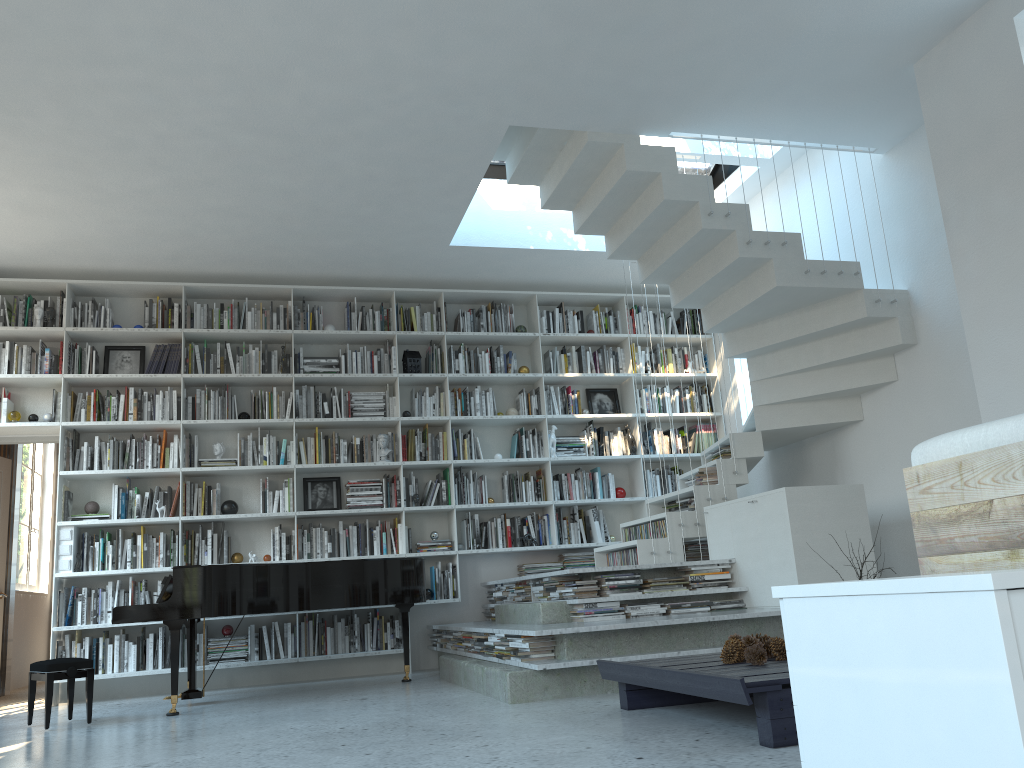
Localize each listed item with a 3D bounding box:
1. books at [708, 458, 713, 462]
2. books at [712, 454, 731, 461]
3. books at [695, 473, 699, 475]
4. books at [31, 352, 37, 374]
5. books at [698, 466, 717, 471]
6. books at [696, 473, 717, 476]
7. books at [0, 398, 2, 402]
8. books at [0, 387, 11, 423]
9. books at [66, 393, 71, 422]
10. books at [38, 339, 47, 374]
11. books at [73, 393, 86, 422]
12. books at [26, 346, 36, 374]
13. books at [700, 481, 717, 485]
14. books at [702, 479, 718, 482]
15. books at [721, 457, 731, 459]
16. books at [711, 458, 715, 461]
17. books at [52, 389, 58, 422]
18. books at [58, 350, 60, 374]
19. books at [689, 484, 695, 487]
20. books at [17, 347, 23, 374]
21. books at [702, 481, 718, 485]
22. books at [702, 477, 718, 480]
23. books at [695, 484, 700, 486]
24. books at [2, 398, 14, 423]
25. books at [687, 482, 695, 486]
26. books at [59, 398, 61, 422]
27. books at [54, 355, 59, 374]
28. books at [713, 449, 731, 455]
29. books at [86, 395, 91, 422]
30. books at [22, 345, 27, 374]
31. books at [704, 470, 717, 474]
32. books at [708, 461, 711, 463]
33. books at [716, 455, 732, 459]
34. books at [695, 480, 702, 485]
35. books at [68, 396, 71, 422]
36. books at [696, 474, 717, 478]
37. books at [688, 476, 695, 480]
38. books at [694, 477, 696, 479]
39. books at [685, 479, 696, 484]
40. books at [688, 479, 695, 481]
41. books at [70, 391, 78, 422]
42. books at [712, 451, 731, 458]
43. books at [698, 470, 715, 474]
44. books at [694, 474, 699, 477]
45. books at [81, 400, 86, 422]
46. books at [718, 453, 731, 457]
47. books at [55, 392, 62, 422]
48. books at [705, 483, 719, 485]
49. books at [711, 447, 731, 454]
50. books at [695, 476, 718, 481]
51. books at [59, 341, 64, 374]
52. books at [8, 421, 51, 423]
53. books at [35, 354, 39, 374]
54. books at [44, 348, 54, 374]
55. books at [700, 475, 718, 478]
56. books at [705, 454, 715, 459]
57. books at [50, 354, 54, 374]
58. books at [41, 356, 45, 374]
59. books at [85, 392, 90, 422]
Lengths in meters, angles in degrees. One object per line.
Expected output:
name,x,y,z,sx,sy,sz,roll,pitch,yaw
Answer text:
books,1.655,0.588,6.993,0.168,0.005,0.292,-5,-14,2
books,1.640,0.552,6.695,0.187,0.009,0.261,-3,-14,-6
books,1.483,0.666,6.671,0.155,0.009,0.155,0,-14,-16
books,-3.656,-0.122,6.805,0.028,0.211,0.139,0,-14,-16
books,1.479,0.617,6.414,0.234,0.025,0.158,-9,-15,21
books,1.479,0.651,6.396,0.295,0.007,0.146,-9,-14,18
books,-3.848,0.214,6.633,0.021,0.236,0.189,0,-14,-16
books,-3.811,0.189,6.671,0.013,0.298,0.179,0,-14,-16
books,-3.392,0.212,6.797,0.012,0.253,0.161,0,-14,-16
books,-3.608,-0.171,6.813,0.012,0.302,0.189,0,-14,-16
books,-3.323,0.210,6.816,0.062,0.257,0.153,0,-14,-16
books,-3.681,-0.146,6.784,0.030,0.250,0.166,0,-14,-16
books,1.491,0.712,6.409,0.254,0.007,0.189,-7,-14,11
books,1.486,0.700,6.398,0.222,0.011,0.180,-8,-14,15
books,1.635,0.576,6.689,0.182,0.013,0.288,-4,-14,-2
books,1.657,0.595,6.991,0.162,0.008,0.290,-5,-14,3
books,-3.482,0.195,6.763,0.012,0.284,0.160,0,-14,-16
books,-3.488,-0.133,6.861,0.014,0.235,0.144,0,-14,-16
books,1.502,0.787,6.929,0.143,0.019,0.231,0,-14,-17
books,-3.741,-0.141,6.769,0.021,0.243,0.174,0,-14,-16
books,1.488,0.719,6.397,0.215,0.013,0.189,-8,-14,16
books,1.481,0.685,6.388,0.214,0.014,0.138,-7,-14,11
books,1.492,0.743,6.637,0.188,0.005,0.182,0,-14,-16
books,-3.784,0.228,6.655,0.029,0.210,0.187,0,-14,-16
books,1.495,0.770,6.931,0.149,0.016,0.240,0,-14,-18
books,-3.404,0.216,6.747,0.021,0.224,0.232,0,-14,-16
books,-3.502,-0.113,6.837,0.026,0.187,0.154,0,-14,-16
books,1.642,0.512,6.705,0.174,0.009,0.240,-2,-14,-7
books,-3.240,0.220,6.823,0.030,0.229,0.172,0,-14,-16
books,-3.708,-0.150,6.778,0.025,0.260,0.167,0,-14,-16
books,1.483,0.643,6.415,0.184,0.016,0.179,-7,-14,12
books,1.654,0.604,6.989,0.171,0.011,0.232,-3,-14,-5
books,1.633,0.563,6.692,0.191,0.014,0.244,-3,-14,-3
books,1.491,0.722,6.638,0.178,0.035,0.222,-1,-14,-11
books,-3.373,0.220,6.791,0.022,0.232,0.151,0,-14,-16
books,1.479,0.658,6.395,0.295,0.007,0.146,-8,-14,14
books,1.490,0.731,6.939,0.157,0.014,0.181,0,-14,-18
books,1.486,0.691,6.658,0.218,0.012,0.156,-4,-14,0
books,1.479,0.757,6.930,0.173,0.011,0.204,1,-15,-21
books,1.488,0.745,6.935,0.157,0.014,0.181,1,-14,-20
books,-3.355,0.203,6.791,0.012,0.262,0.180,0,-14,-16
books,1.639,0.530,6.700,0.176,0.007,0.255,-2,-14,-8
books,1.478,0.630,6.403,0.254,0.005,0.161,-8,-14,16
books,1.485,0.677,6.663,0.166,0.017,0.191,-1,-14,-13
books,-3.273,0.234,6.798,0.026,0.194,0.176,0,-14,-16
books,1.650,0.540,6.699,0.154,0.014,0.197,-3,-14,-3
books,-3.460,0.207,6.789,0.044,0.268,0.134,0,-14,-16
books,1.491,0.732,6.399,0.206,0.012,0.183,-7,-14,11
books,1.632,0.502,6.707,0.191,0.013,0.244,-3,-14,-5
books,1.481,0.675,6.391,0.295,0.006,0.147,-9,-14,18
books,-3.474,-0.165,6.860,0.014,0.293,0.173,0,-14,-16
books,-3.626,0.306,6.703,0.285,0.012,0.160,-1,-14,-14
books,-3.630,-0.113,6.819,0.029,0.197,0.144,0,-14,-16
books,-3.554,-0.137,6.813,0.029,0.228,0.191,0,-14,-16
books,1.484,0.670,6.407,0.232,0.011,0.172,-9,-14,20
books,1.648,0.562,6.999,0.190,0.015,0.231,-4,-14,-2
books,-3.532,-0.114,6.844,0.029,0.195,0.146,0,-14,-16
books,-3.587,-0.109,6.820,0.031,0.182,0.151,0,-14,-16
books,-3.262,0.205,6.826,0.010,0.262,0.151,0,-14,-16
